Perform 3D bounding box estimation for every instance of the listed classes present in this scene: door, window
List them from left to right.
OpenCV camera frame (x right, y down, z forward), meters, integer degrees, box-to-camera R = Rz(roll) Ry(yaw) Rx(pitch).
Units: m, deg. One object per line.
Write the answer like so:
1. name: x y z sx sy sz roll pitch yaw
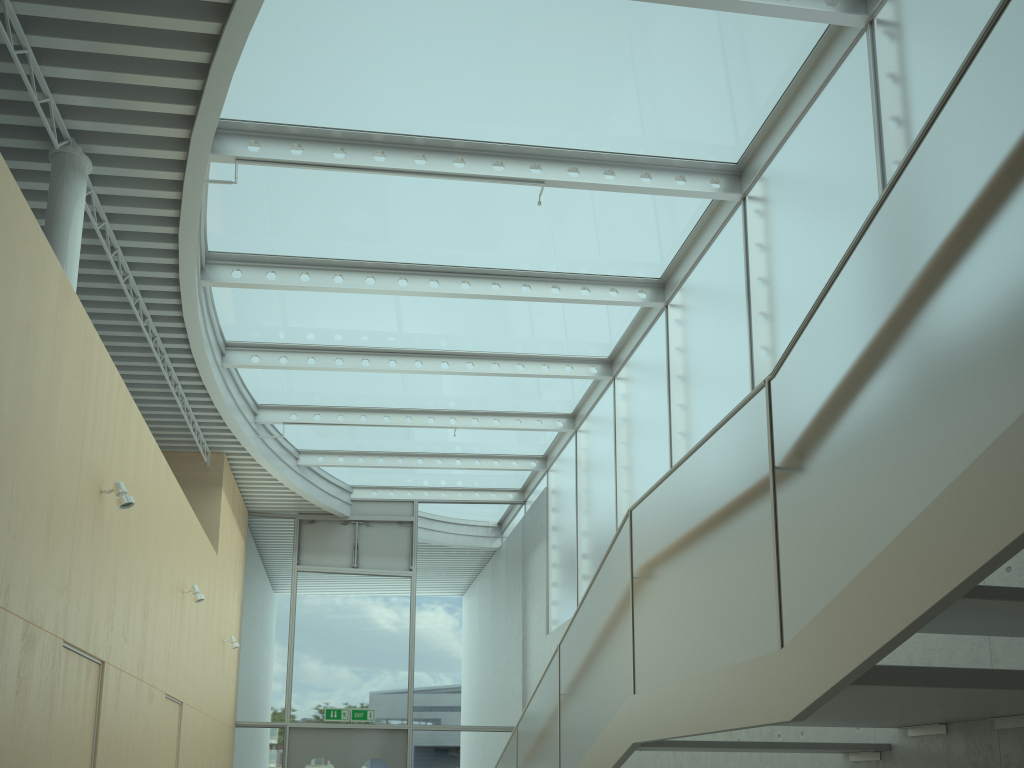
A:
1. door: -2.679 6.637 13.783 1.929 1.989 0.184 4 -11 -11
2. window: -2.105 4.807 14.249 4.874 5.933 0.116 4 -11 -11
3. window: -0.818 2.059 8.911 4.798 5.872 17.046 3 -24 -10
4. window: 1.322 0.815 9.595 0.030 2.574 16.857 2 -25 -10

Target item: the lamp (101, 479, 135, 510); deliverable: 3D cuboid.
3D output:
1. lamp: -2.702 0.754 5.819 0.237 0.185 0.148 12 -20 -29

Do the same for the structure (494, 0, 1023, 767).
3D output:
1. structure: 1.677 0.879 3.261 1.891 3.945 13.583 3 -24 -10

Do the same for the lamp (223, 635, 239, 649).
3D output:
1. lamp: -3.926 3.611 11.883 0.237 0.185 0.148 12 -20 -29

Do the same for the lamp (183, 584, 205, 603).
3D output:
1. lamp: -3.312 2.178 8.841 0.237 0.185 0.148 12 -20 -29
